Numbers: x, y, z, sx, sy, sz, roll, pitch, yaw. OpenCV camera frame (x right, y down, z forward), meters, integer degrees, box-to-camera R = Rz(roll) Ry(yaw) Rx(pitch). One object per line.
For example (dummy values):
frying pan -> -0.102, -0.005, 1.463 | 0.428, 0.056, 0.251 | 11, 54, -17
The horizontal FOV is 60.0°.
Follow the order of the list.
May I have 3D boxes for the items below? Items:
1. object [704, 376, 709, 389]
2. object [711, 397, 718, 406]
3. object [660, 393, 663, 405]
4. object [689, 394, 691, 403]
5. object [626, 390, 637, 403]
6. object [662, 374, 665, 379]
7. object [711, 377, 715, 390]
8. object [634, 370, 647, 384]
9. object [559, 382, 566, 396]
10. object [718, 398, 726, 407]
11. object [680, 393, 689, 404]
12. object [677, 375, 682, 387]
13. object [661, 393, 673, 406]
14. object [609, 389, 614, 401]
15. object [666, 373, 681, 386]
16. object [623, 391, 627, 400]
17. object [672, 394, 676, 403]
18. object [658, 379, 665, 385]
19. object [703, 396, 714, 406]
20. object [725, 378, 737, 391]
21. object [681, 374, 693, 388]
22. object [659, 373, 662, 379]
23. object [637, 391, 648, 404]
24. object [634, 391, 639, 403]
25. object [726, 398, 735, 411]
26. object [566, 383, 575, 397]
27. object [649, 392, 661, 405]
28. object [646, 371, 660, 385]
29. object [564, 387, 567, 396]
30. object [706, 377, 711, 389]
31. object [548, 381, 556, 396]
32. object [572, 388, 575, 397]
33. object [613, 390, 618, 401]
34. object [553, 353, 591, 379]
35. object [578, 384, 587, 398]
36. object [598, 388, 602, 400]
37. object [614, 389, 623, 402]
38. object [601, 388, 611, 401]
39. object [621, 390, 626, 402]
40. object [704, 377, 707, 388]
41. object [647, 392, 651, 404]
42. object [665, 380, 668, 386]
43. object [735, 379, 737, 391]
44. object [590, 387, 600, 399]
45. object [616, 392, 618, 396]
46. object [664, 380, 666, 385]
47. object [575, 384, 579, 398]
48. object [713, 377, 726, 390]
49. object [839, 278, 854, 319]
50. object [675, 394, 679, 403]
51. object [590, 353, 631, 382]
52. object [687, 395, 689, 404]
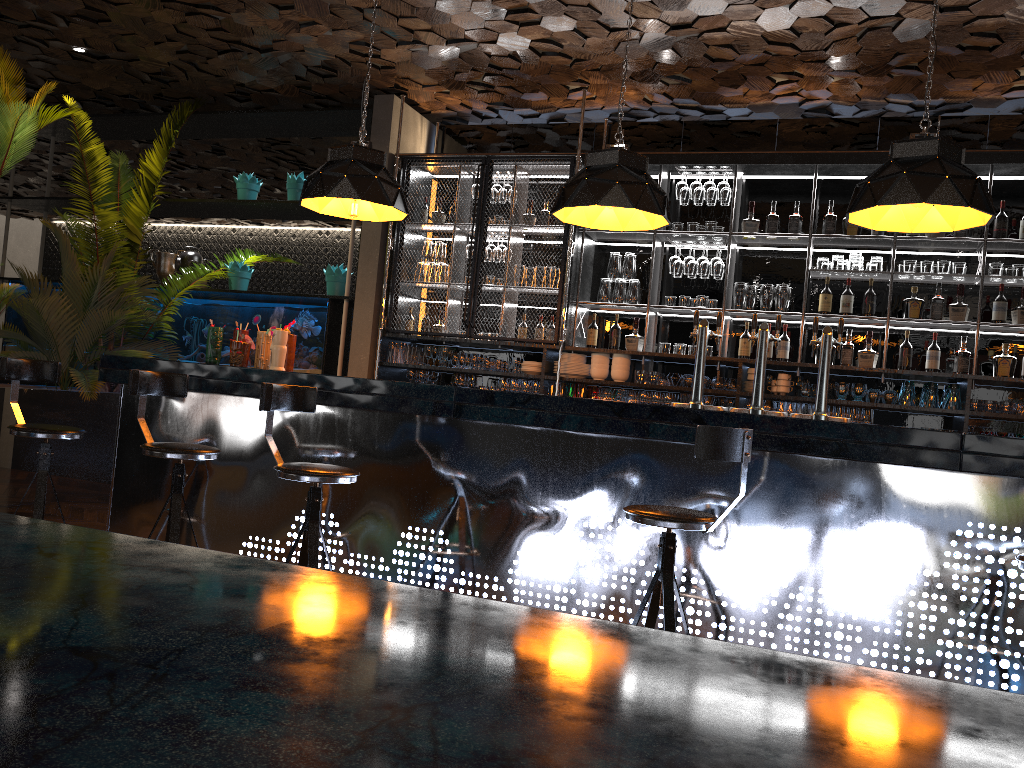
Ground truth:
object -> 1.425, -0.011, 6.656 | 0.093, 0.099, 0.093 | 5, -1, -8
object -> 1.485, 0.207, 6.639 | 0.092, 0.218, 0.092 | 6, -1, -19
object -> 1.117, 0.175, 6.773 | 0.084, 0.216, 0.084 | 5, -1, 13
object -> 1.330, 0.186, 6.547 | 0.071, 0.226, 0.071 | 5, -1, -8
object -> 0.895, 0.155, 6.718 | 0.082, 0.213, 0.082 | 6, -1, -40
object -> 1.146, -0.032, 6.933 | 0.089, 0.100, 0.100 | 5, -1, 14
object -> 1.533, 0.000, 6.606 | 0.095, 0.096, 0.095 | 5, -1, 20
object -> 0.970, -0.052, 6.701 | 0.100, 0.100, 0.089 | 5, -1, 25
object -> 0.387, 0.103, 6.991 | 0.073, 0.229, 0.073 | 5, -1, 9
object -> 1.549, 0.211, 6.559 | 0.071, 0.217, 0.071 | 5, -1, 28
object -> 1.275, 0.182, 6.609 | 0.071, 0.226, 0.071 | 5, -1, -8
object -> 1.269, -0.023, 6.825 | 0.109, 0.100, 0.109 | 5, -1, 3
object -> 1.154, 0.176, 6.620 | 0.084, 0.216, 0.084 | 6, -1, -28
object -> 0.746, 0.143, 6.867 | 0.082, 0.213, 0.082 | 5, -1, -4
object -> 1.215, -0.030, 6.675 | 0.109, 0.100, 0.109 | 5, -1, 3
object -> 0.871, 0.156, 6.919 | 0.082, 0.213, 0.082 | 6, -1, -38
object -> 1.199, 0.182, 6.749 | 0.084, 0.216, 0.084 | 6, -1, -28
object -> 1.124, -0.012, 6.671 | 0.044, 0.048, 0.049 | 6, -1, -27
object -> 1.433, 0.200, 6.542 | 0.092, 0.218, 0.092 | 6, -1, -19
object -> 1.613, 0.006, 6.542 | 0.095, 0.096, 0.095 | 4, -1, 44
object -> 1.314, -0.022, 6.635 | 0.093, 0.099, 0.093 | 5, -1, 37
object -> 1.108, -0.037, 6.840 | 0.100, 0.100, 0.089 | 6, -1, -28
object -> 0.982, 0.161, 6.684 | 0.084, 0.216, 0.084 | 5, -1, 8
object -> 0.932, 0.160, 6.801 | 0.082, 0.213, 0.082 | 5, -1, 1
object -> 1.594, 0.215, 6.501 | 0.071, 0.217, 0.071 | 5, -1, 28
object -> 0.449, 0.108, 6.914 | 0.073, 0.229, 0.073 | 5, -1, 9
object -> 1.069, 0.168, 6.650 | 0.084, 0.216, 0.084 | 5, -1, 35
object -> 1.066, -0.043, 6.725 | 0.100, 0.100, 0.089 | 6, -1, -34
object -> 0.408, 0.108, 7.179 | 0.073, 0.229, 0.073 | 5, -1, 9
object -> 1.464, -0.006, 6.749 | 0.093, 0.099, 0.093 | 5, -1, 7
object -> 0.306, 0.095, 6.945 | 0.073, 0.229, 0.073 | 5, -1, 9
object -> 0.486, 0.113, 7.043 | 0.073, 0.229, 0.073 | 5, -1, 9
object -> 0.784, 0.148, 6.951 | 0.082, 0.213, 0.082 | 5, -1, 41
object -> 0.480, -0.141, 7.004 | 0.306, 0.195, 0.300 | 5, -1, 21
object -> 0.539, 0.116, 6.877 | 0.073, 0.229, 0.073 | 5, -1, 9
object -> 0.661, 0.136, 6.902 | 0.082, 0.213, 0.082 | 5, -1, 12
object -> 0.809, 0.147, 6.752 | 0.082, 0.213, 0.082 | 6, -1, -37
object -> 0.711, 0.139, 6.788 | 0.082, 0.213, 0.082 | 6, -1, -41
object -> 0.840, 0.152, 6.834 | 0.082, 0.213, 0.082 | 5, -1, -1
object -> 1.393, -0.016, 6.557 | 0.093, 0.099, 0.093 | 5, -1, 39
object -> 1.032, 0.167, 6.808 | 0.084, 0.216, 0.084 | 5, -1, 32
object -> 1.166, -0.007, 6.769 | 0.049, 0.048, 0.044 | 5, -1, 8
object -> 1.654, 0.012, 6.641 | 0.095, 0.096, 0.095 | 6, -1, -29
object -> 0.628, 0.131, 6.818 | 0.082, 0.213, 0.082 | 6, -1, -41
object -> 0.809, 0.152, 7.034 | 0.082, 0.213, 0.082 | 6, -1, -40
object -> 1.142, -0.010, 6.725 | 0.049, 0.048, 0.044 | 6, -1, -38
object -> 0.515, 0.115, 6.963 | 0.073, 0.229, 0.073 | 5, -1, 9
object -> 1.522, -0.003, 6.499 | 0.095, 0.096, 0.095 | 5, -1, -6
object -> 2.440, -0.624, 6.455 | 0.086, 0.298, 0.086 | 6, -1, -21
object -> 1.246, 0.188, 6.875 | 0.084, 0.216, 0.084 | 5, -1, 43
object -> 0.759, -0.128, 6.868 | 0.309, 0.216, 0.149 | 5, -1, 18
object -> 1.302, 0.186, 6.689 | 0.071, 0.226, 0.071 | 5, -1, -8
